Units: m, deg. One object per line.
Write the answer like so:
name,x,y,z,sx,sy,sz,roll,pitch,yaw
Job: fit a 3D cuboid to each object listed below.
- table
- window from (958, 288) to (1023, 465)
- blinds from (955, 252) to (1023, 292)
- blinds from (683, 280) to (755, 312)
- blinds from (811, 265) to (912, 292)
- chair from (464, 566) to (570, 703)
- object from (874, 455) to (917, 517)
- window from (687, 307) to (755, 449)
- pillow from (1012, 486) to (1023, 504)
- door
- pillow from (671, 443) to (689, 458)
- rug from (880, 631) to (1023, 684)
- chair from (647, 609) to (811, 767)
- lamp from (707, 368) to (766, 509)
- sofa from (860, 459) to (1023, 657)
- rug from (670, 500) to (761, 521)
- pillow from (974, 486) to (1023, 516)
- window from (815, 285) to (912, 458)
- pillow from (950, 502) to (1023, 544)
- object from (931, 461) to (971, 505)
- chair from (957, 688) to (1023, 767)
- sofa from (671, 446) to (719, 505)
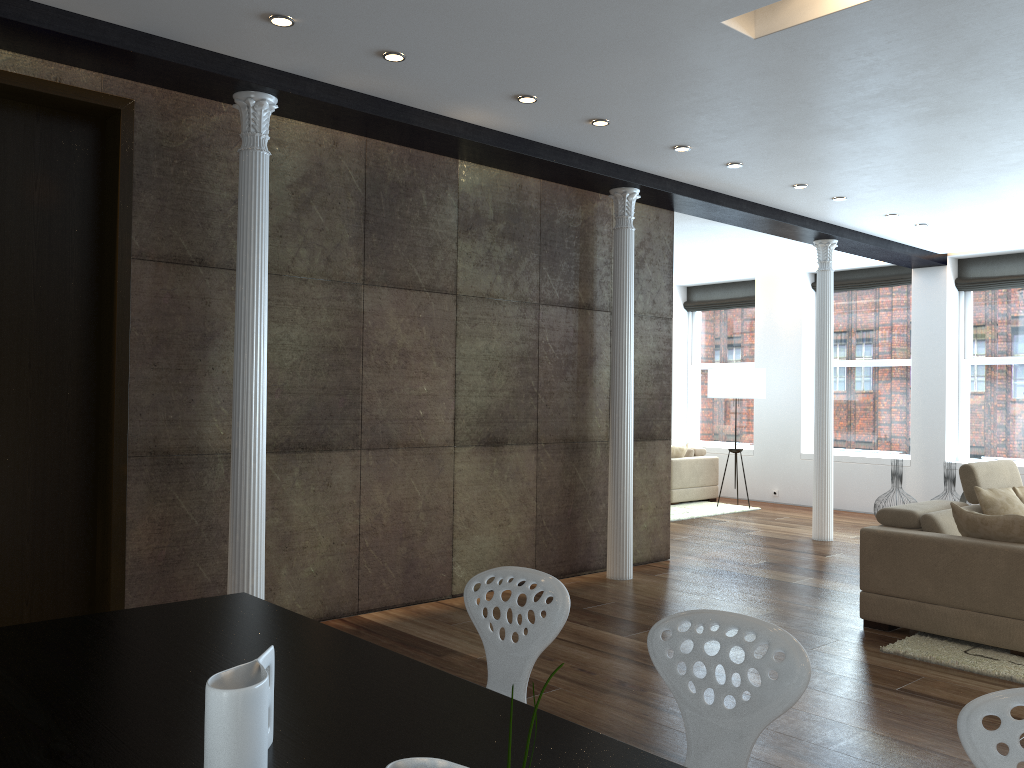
table,-0.132,0.981,1.015,1.200,0.733,3.400,2,-1,-42
window,5.630,-0.236,9.687,0.123,2.400,1.432,2,-1,-42
blinds,5.587,-1.251,9.650,0.183,0.395,1.431,2,-1,-42
blinds,3.015,-1.248,12.556,0.156,0.393,1.342,2,-1,-42
blinds,4.393,-1.309,11.014,0.156,0.275,1.396,2,-1,-42
chair,-0.158,0.950,2.389,0.581,0.835,0.495,2,-1,-42
object,4.159,1.151,9.586,0.458,0.781,0.458,2,-1,-43
window,3.047,-0.232,12.582,0.123,2.400,1.345,2,-1,-42
pillow,3.635,0.886,6.004,0.519,0.416,0.368,1,-1,-37
door,-2.471,-0.043,4.332,1.000,2.814,0.510,2,-1,-42
pillow,2.009,0.953,11.394,0.395,0.393,0.518,0,-1,45
rug,4.546,1.470,5.053,4.231,0.020,2.972,2,-1,-42
chair,0.320,0.949,1.882,0.581,0.835,0.495,2,-1,-42
lamp,2.774,0.673,10.998,0.698,1.728,0.698,1,-1,-18
sofa,3.357,0.998,5.755,2.581,0.950,1.021,2,-1,-42
rug,0.536,1.504,11.465,2.972,0.020,4.231,2,-1,-42
pillow,3.160,0.863,5.598,0.534,0.439,0.301,2,-1,-38
window,4.424,-0.234,11.039,0.123,2.400,1.391,2,-1,-42
pillow,2.751,0.869,4.914,0.395,0.393,0.518,2,-1,-38
object,4.631,1.155,9.383,0.458,0.781,0.458,2,-1,-43
chair,0.804,0.948,1.326,0.581,0.835,0.495,2,-1,-42
sofa,1.500,1.066,12.300,1.018,0.950,2.581,2,-1,-42
